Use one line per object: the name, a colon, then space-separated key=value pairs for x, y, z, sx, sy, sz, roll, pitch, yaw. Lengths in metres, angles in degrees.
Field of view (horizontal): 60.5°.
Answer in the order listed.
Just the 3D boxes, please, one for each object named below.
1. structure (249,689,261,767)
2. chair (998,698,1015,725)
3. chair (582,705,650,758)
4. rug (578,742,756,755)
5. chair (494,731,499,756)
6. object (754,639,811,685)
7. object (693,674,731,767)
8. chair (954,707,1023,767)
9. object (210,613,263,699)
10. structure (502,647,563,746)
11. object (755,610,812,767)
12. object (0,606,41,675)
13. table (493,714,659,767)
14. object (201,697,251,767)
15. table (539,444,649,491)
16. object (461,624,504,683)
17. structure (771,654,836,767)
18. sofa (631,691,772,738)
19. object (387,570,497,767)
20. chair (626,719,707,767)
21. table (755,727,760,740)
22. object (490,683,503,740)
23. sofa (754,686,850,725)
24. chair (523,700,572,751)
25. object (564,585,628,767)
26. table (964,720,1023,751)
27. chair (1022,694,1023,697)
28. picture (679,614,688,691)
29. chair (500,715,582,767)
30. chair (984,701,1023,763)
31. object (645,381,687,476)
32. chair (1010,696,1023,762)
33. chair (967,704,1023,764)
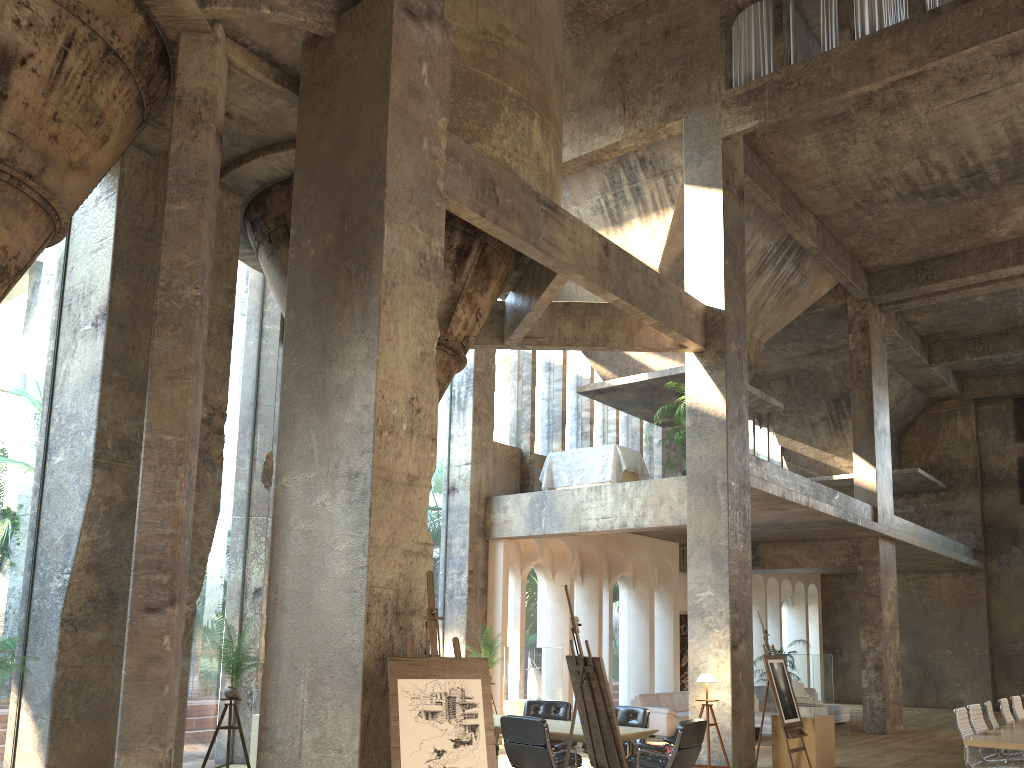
structure: x=-2.530 y=4.111 z=10.324 sx=0.741 sy=0.990 sz=0.756 roll=-8 pitch=-15 yaw=38
chair: x=6.758 y=4.644 z=11.473 sx=0.706 sy=1.001 sz=0.675 roll=-10 pitch=-16 yaw=43
chair: x=1.192 y=4.260 z=10.340 sx=0.734 sy=0.871 sz=0.837 roll=-6 pitch=-15 yaw=32
rug: x=2.398 y=5.720 z=13.754 sx=2.487 sy=0.009 sz=1.368 roll=-12 pitch=-21 yaw=38
chair: x=-0.524 y=4.073 z=9.826 sx=0.736 sy=0.871 sz=0.835 roll=-8 pitch=-16 yaw=39
object: x=6.526 y=7.089 z=21.319 sx=1.417 sy=1.770 sz=1.375 roll=-10 pitch=-16 yaw=44
object: x=2.380 y=4.310 z=11.095 sx=0.575 sy=1.267 sz=0.669 roll=-7 pitch=-13 yaw=38
chair: x=5.133 y=4.008 z=9.404 sx=0.706 sy=1.001 sz=0.675 roll=-10 pitch=-16 yaw=43
object: x=-2.957 y=2.909 z=9.443 sx=0.867 sy=0.917 sz=0.698 roll=-10 pitch=-16 yaw=41
structure: x=0.331 y=4.890 z=13.719 sx=0.599 sy=1.511 sz=0.755 roll=-7 pitch=-13 yaw=38
object: x=3.436 y=3.993 z=11.338 sx=0.689 sy=2.096 sz=0.712 roll=-6 pitch=-12 yaw=37
object: x=-4.507 y=2.328 z=7.559 sx=0.865 sy=0.918 sz=0.700 roll=9 pitch=-14 yaw=-30
table: x=0.349 y=4.262 z=10.081 sx=2.433 sy=0.683 sz=1.123 roll=-11 pitch=-19 yaw=38
object: x=-3.050 y=3.870 z=9.455 sx=0.660 sy=0.949 sz=0.583 roll=4 pitch=-11 yaw=-15
table: x=1.373 y=1.536 z=14.856 sx=1.766 sy=0.782 sz=1.134 roll=-11 pitch=-18 yaw=38
object: x=-0.451 y=4.241 z=13.844 sx=0.691 sy=0.917 sz=0.877 roll=-5 pitch=-14 yaw=29
structure: x=3.970 y=4.471 z=11.997 sx=0.599 sy=1.511 sz=0.755 roll=-7 pitch=-13 yaw=38
sofa: x=3.720 y=6.159 z=16.405 sx=2.084 sy=0.704 sz=2.978 roll=-11 pitch=-20 yaw=37
object: x=-0.464 y=2.247 z=5.616 sx=0.705 sy=2.096 sz=0.696 roll=6 pitch=-11 yaw=-25
chair: x=1.558 y=3.915 z=9.125 sx=0.827 sy=0.871 sz=0.743 roll=-7 pitch=-15 yaw=34
table: x=3.789 y=6.164 z=15.502 sx=0.798 sy=0.198 sz=1.129 roll=-11 pitch=-20 yaw=37
object: x=-0.420 y=5.149 z=13.666 sx=0.658 sy=0.949 sz=0.585 roll=1 pitch=-11 yaw=3
sofa: x=6.340 y=7.158 z=19.645 sx=2.087 sy=0.703 sz=1.089 roll=-11 pitch=-18 yaw=37
chair: x=0.383 y=4.417 z=10.943 sx=0.730 sy=0.871 sz=0.842 roll=-1 pitch=-13 yaw=12
object: x=0.631 y=2.713 z=7.137 sx=0.687 sy=2.096 sz=0.715 roll=5 pitch=-10 yaw=-19
table: x=7.594 y=4.751 z=11.320 sx=1.616 sy=0.740 sz=7.845 roll=-10 pitch=-20 yaw=37
chair: x=7.868 y=5.067 z=12.844 sx=0.706 sy=1.001 sz=0.675 roll=-10 pitch=-16 yaw=43
picture: x=4.221 y=6.248 z=20.374 sx=0.070 sy=1.729 sz=1.528 roll=-6 pitch=-14 yaw=38
chair: x=0.348 y=3.892 z=9.135 sx=0.833 sy=0.871 sz=0.738 roll=13 pitch=-17 yaw=-43
chair: x=6.172 y=4.424 z=10.757 sx=0.705 sy=1.001 sz=0.676 roll=-8 pitch=-14 yaw=37
object: x=2.854 y=0.711 z=13.658 sx=1.417 sy=1.766 sz=1.375 roll=-10 pitch=-16 yaw=44
chair: x=7.309 y=4.853 z=12.150 sx=0.674 sy=1.001 sz=0.707 roll=11 pitch=-15 yaw=-42
chair: x=5.644 y=4.219 z=10.092 sx=0.674 sy=1.001 sz=0.707 roll=11 pitch=-15 yaw=-42
